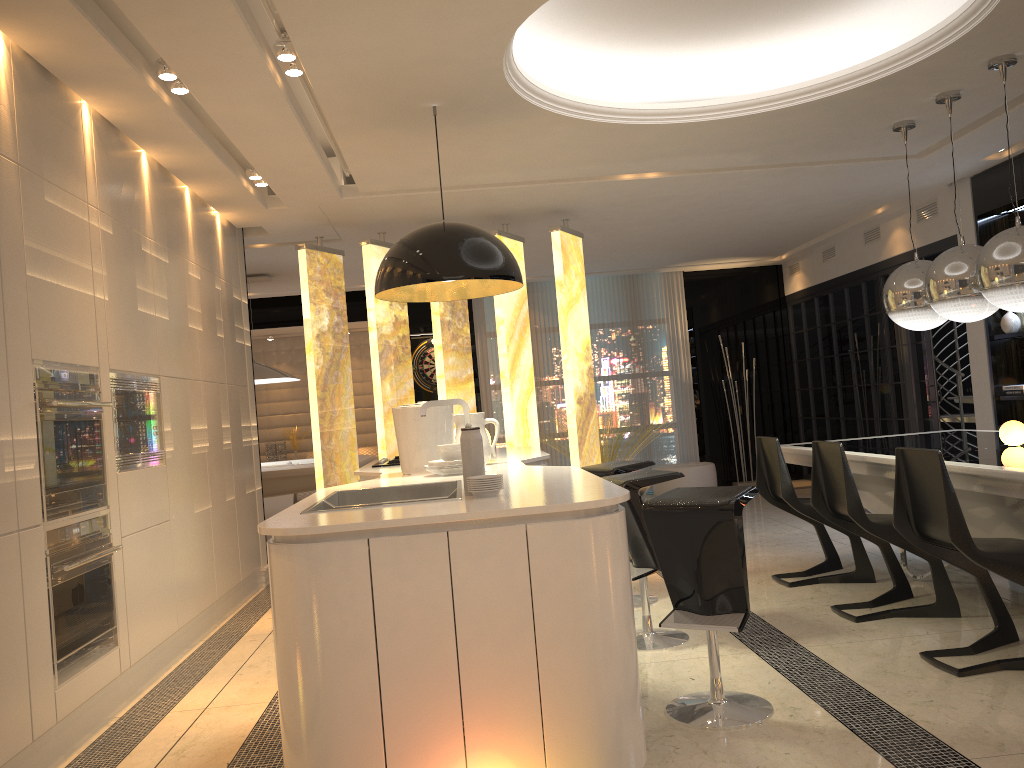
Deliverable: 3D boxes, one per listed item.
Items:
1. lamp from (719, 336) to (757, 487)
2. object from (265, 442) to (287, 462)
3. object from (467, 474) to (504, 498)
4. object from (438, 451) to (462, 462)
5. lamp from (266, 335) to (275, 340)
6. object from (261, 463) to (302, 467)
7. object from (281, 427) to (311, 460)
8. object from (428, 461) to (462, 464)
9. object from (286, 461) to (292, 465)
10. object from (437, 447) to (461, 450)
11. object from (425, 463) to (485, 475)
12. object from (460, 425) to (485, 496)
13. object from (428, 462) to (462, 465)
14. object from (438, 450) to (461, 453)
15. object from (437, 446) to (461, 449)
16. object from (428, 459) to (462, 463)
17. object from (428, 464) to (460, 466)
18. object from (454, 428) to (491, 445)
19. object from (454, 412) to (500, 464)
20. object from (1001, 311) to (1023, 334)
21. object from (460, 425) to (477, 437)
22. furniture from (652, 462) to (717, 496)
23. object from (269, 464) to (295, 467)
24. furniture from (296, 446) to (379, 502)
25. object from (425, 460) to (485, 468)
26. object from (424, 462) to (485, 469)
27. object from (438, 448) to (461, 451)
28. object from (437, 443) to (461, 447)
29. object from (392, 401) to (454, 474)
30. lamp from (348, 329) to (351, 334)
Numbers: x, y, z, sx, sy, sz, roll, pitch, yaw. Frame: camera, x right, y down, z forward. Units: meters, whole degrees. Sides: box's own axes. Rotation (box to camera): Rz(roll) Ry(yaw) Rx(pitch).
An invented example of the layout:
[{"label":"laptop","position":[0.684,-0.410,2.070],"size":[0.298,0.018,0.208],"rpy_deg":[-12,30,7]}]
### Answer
[{"label":"lamp","position":[2.709,0.313,10.484],"size":[0.418,1.801,0.200],"rpy_deg":[-5,-2,-4]},{"label":"object","position":[-2.993,1.000,11.289],"size":[0.247,0.522,0.124],"rpy_deg":[-5,-2,-4]},{"label":"object","position":[-0.081,0.312,2.709],"size":[0.111,0.062,0.111],"rpy_deg":[-5,-2,18]},{"label":"object","position":[-0.252,0.316,3.848],"size":[0.138,0.051,0.138],"rpy_deg":[-6,-2,44]},{"label":"lamp","position":[-3.057,-0.617,11.212],"size":[0.107,0.127,0.107],"rpy_deg":[-4,-2,-22]},{"label":"object","position":[-2.852,0.847,8.687],"size":[1.605,0.026,0.028],"rpy_deg":[-5,-2,1]},{"label":"object","position":[-2.713,0.883,11.258],"size":[0.390,0.718,0.388],"rpy_deg":[-4,-2,-12]},{"label":"object","position":[-0.250,0.340,3.847],"size":[0.229,0.016,0.229],"rpy_deg":[-6,-2,26]},{"label":"object","position":[-2.134,0.767,8.494],"size":[0.057,0.057,0.057],"rpy_deg":[-4,-2,-34]},{"label":"object","position":[-0.253,0.299,3.849],"size":[0.138,0.051,0.138],"rpy_deg":[-6,-2,44]},{"label":"object","position":[-0.247,0.373,3.847],"size":[0.264,0.033,0.264],"rpy_deg":[-4,-2,-34]},{"label":"object","position":[-0.123,0.239,2.794],"size":[0.071,0.219,0.071],"rpy_deg":[-4,-2,-13]},{"label":"object","position":[-0.250,0.345,3.847],"size":[0.229,0.016,0.229],"rpy_deg":[-6,-2,26]},{"label":"object","position":[-0.252,0.310,3.849],"size":[0.138,0.051,0.138],"rpy_deg":[-6,-2,44]},{"label":"object","position":[-0.254,0.293,3.849],"size":[0.138,0.051,0.138],"rpy_deg":[-6,-2,44]},{"label":"object","position":[-0.251,0.336,3.847],"size":[0.229,0.016,0.229],"rpy_deg":[-6,-2,26]},{"label":"object","position":[-0.249,0.350,3.847],"size":[0.229,0.016,0.229],"rpy_deg":[-6,-2,26]},{"label":"object","position":[-0.214,0.299,4.543],"size":[0.212,0.214,0.213],"rpy_deg":[-3,-2,-43]},{"label":"object","position":[-0.186,0.270,4.318],"size":[0.211,0.254,0.183],"rpy_deg":[-3,-2,-41]},{"label":"object","position":[3.718,-0.574,6.554],"size":[0.210,0.395,0.180],"rpy_deg":[-5,-2,0]},{"label":"object","position":[-0.129,0.243,2.900],"size":[0.071,0.219,0.071],"rpy_deg":[-4,-2,-27]},{"label":"furniture","position":[1.974,1.089,10.171],"size":[0.735,0.357,0.735],"rpy_deg":[-4,-2,-32]},{"label":"object","position":[-2.824,0.834,8.306],"size":[1.605,0.026,0.028],"rpy_deg":[-4,-2,-24]},{"label":"furniture","position":[-1.930,1.214,10.984],"size":[1.312,0.810,1.107],"rpy_deg":[-5,-2,-4]},{"label":"object","position":[-0.248,0.361,3.847],"size":[0.264,0.033,0.264],"rpy_deg":[-4,-2,-34]},{"label":"object","position":[-0.248,0.367,3.847],"size":[0.264,0.033,0.264],"rpy_deg":[-4,-2,-34]},{"label":"object","position":[-0.253,0.305,3.849],"size":[0.138,0.051,0.138],"rpy_deg":[-6,-2,44]},{"label":"object","position":[-0.254,0.287,3.849],"size":[0.138,0.051,0.138],"rpy_deg":[-6,-2,44]},{"label":"object","position":[-0.405,0.246,4.140],"size":[0.288,0.330,0.288],"rpy_deg":[-5,-2,14]},{"label":"lamp","position":[-2.106,-0.696,11.270],"size":[0.107,0.127,0.107],"rpy_deg":[-4,-2,-22]}]
